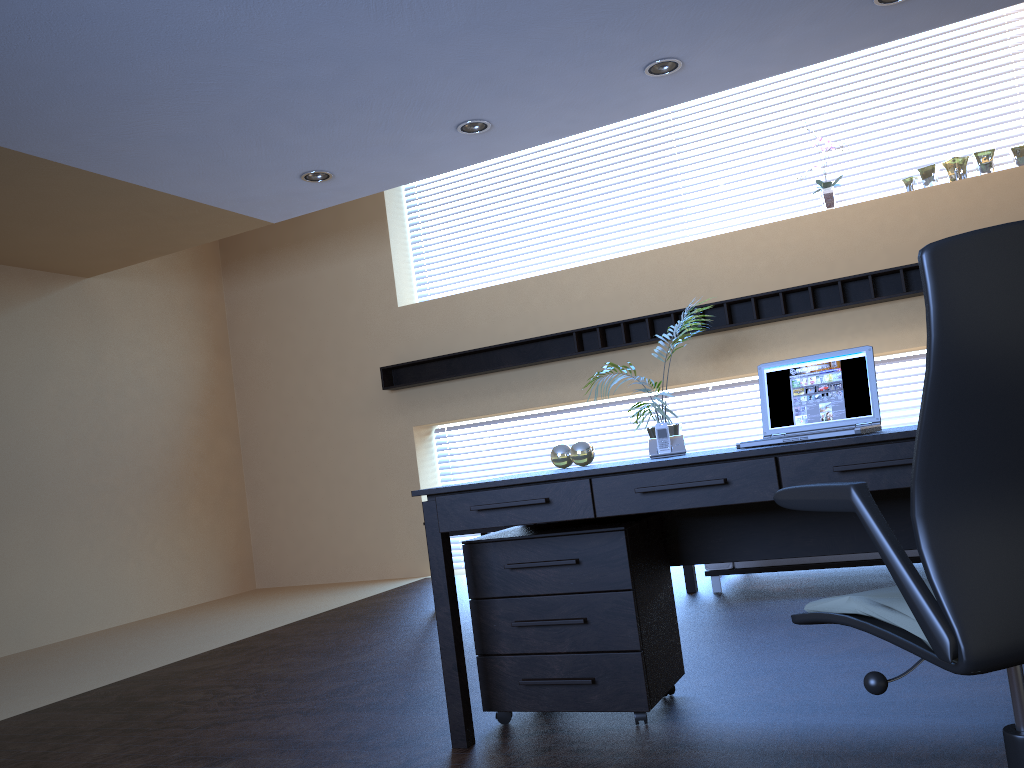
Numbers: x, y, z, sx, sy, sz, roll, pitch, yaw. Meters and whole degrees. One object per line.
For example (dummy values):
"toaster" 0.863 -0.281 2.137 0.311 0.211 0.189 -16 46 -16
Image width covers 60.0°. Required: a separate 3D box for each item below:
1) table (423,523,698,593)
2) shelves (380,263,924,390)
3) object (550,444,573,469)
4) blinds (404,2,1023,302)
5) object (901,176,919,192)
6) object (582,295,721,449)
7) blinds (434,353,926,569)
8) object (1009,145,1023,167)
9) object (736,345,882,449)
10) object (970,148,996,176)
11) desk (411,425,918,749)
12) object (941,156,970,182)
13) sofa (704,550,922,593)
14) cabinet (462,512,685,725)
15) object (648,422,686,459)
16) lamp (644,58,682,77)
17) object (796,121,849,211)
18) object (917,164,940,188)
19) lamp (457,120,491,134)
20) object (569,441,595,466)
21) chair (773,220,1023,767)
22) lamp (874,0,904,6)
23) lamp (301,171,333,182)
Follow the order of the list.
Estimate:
"table" 0.447 1.147 6.279 1.898 0.602 0.898 -10 -5 25
"shelves" 1.571 -0.569 6.436 6.633 0.213 1.249 -10 -6 25
"object" 0.214 0.303 3.735 0.105 0.105 0.105 -12 -6 44
"blinds" 1.417 -1.850 7.603 5.400 1.459 0.039 -10 -4 25
"object" 2.954 -1.468 6.561 0.094 0.113 0.090 -5 -5 -30
"object" 1.430 0.396 6.416 1.894 1.856 1.042 -3 -6 -45
"blinds" 1.749 0.696 7.444 5.400 1.365 0.047 -10 -4 25
"object" 3.594 -1.596 6.259 0.124 0.149 0.117 -9 -5 25
"object" 0.953 0.041 2.885 0.391 0.282 0.322 -11 -5 35
"object" 3.388 -1.573 6.356 0.144 0.173 0.137 -9 -4 15
"desk" 0.744 0.676 3.041 1.898 0.889 0.914 -10 -5 25
"object" 3.229 -1.545 6.434 0.144 0.173 0.137 -6 -4 -15
"sofa" 2.268 0.708 5.426 2.060 0.847 1.014 -10 -5 25
"cabinet" 0.232 0.871 3.298 0.635 0.679 0.500 -9 -5 25
"object" 0.558 0.201 3.210 0.130 0.126 0.146 -8 -4 10
"lamp" 0.839 -1.813 4.959 0.208 0.096 0.209 -7 -5 -5
"object" 2.436 -1.673 6.810 0.437 0.694 0.352 -8 -4 4
"object" 3.068 -1.511 6.507 0.126 0.159 0.133 -3 -6 -45
"lamp" -0.241 -1.627 5.468 0.208 0.096 0.209 -7 -5 -5
"object" 0.289 0.285 3.643 0.105 0.105 0.105 -12 -6 44
"chair" 0.897 0.363 1.588 0.831 1.213 0.770 -6 -4 -18
"lamp" 1.920 -1.999 4.449 0.208 0.096 0.209 -8 -5 7
"lamp" -1.321 -1.441 5.978 0.209 0.096 0.208 -10 -5 25
